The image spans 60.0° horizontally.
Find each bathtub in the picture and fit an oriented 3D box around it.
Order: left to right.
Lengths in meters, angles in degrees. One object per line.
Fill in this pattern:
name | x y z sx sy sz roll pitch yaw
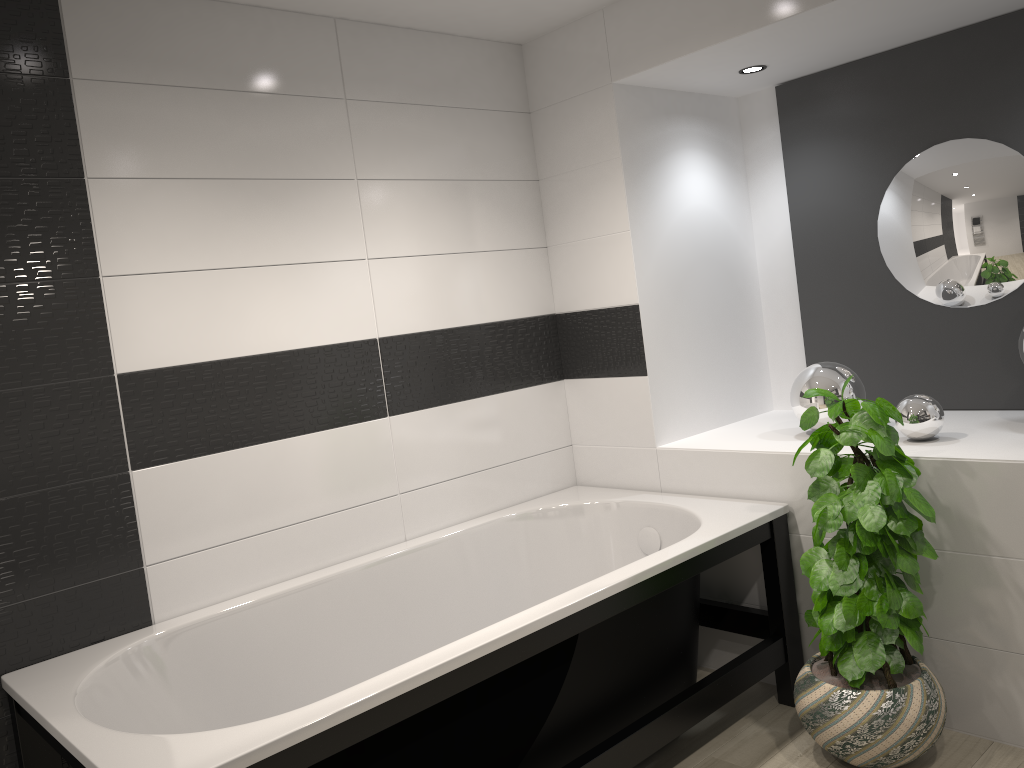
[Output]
bathtub | -0.149 0.913 2.662 2.186 0.675 1.007 -11 6 -42

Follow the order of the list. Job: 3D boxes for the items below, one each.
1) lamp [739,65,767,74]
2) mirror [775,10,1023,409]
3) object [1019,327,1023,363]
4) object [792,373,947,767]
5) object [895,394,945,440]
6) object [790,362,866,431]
lamp | 0.929 -1.213 3.420 0.105 0.004 0.106 -4 6 33
mirror | 1.643 -0.588 3.266 0.078 1.380 1.359 -10 5 -42
object | 1.727 -0.308 2.791 0.261 0.896 0.260 -9 3 -29
object | 1.010 0.538 2.596 0.438 1.129 0.419 -7 3 -1
object | 1.334 0.109 2.904 0.150 0.150 0.150 -9 4 -28
object | 1.151 0.049 3.234 0.261 0.261 0.260 -9 4 -29
